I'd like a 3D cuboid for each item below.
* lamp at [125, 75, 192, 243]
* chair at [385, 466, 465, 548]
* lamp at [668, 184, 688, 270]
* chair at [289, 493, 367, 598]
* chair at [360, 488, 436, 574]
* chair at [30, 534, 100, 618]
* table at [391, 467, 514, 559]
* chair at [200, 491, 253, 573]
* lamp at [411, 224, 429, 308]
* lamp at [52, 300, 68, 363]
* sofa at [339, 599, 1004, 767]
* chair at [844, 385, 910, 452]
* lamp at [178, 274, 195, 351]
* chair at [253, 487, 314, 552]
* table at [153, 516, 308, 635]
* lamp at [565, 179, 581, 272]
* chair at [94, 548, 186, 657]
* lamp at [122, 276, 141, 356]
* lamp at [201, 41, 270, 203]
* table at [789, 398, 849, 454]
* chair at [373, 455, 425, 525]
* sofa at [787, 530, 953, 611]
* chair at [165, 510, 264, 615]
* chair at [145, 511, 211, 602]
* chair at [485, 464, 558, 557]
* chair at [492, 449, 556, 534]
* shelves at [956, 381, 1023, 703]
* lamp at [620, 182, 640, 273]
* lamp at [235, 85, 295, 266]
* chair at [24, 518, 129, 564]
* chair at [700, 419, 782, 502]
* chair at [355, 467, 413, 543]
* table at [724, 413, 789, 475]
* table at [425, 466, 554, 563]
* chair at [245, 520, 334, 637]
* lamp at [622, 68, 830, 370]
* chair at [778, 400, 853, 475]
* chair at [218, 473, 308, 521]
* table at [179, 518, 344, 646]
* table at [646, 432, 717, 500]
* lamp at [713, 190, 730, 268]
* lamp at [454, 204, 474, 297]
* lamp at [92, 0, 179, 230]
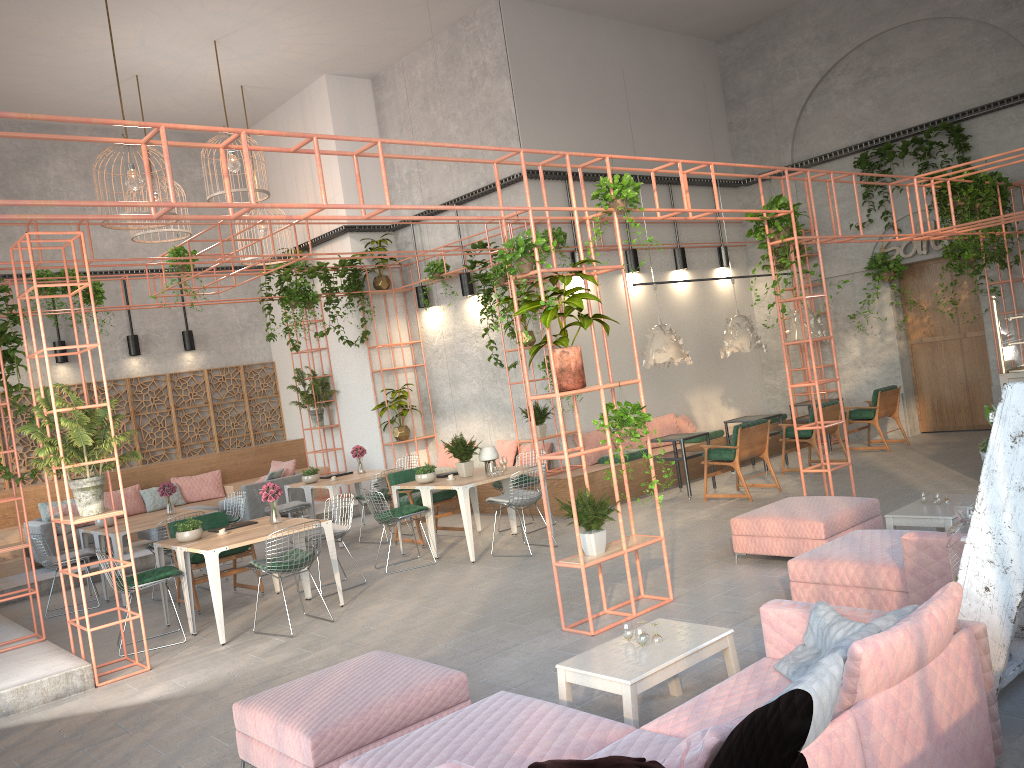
[{"bbox_3d":[-5.639,-3.973,13.616,0.883,3.476,0.883,-8,1,12],"label":"lamp"},{"bbox_3d":[-1.096,1.526,11.240,0.722,0.917,0.685,-9,1,-41],"label":"chair"},{"bbox_3d":[2.709,-2.600,14.662,0.179,1.425,0.185,-9,1,-41],"label":"lamp"},{"bbox_3d":[-1.946,1.674,9.267,0.717,0.941,0.565,-9,1,-39],"label":"chair"},{"bbox_3d":[-1.257,1.564,9.877,0.717,0.941,0.565,-9,1,-24],"label":"chair"},{"bbox_3d":[-5.128,2.133,10.245,0.717,0.941,0.565,-9,1,-24],"label":"chair"},{"bbox_3d":[-0.698,1.516,10.623,1.205,0.830,0.694,-9,1,-41],"label":"table"},{"bbox_3d":[-3.740,1.911,11.457,0.717,0.941,0.565,-9,1,-39],"label":"chair"},{"bbox_3d":[-1.555,-1.967,14.614,0.185,1.425,0.179,-9,1,-41],"label":"lamp"},{"bbox_3d":[-7.624,-1.064,14.815,0.185,1.436,0.185,-8,1,0],"label":"lamp"},{"bbox_3d":[0.585,1.515,3.717,2.219,0.672,1.960,-9,1,-40],"label":"sofa"},{"bbox_3d":[5.473,0.529,13.410,0.722,0.930,0.685,-9,1,-41],"label":"chair"},{"bbox_3d":[-5.997,-1.324,16.224,0.179,1.436,0.185,-9,1,-41],"label":"lamp"},{"bbox_3d":[-3.075,1.805,12.022,0.717,0.941,0.565,-9,1,-24],"label":"chair"},{"bbox_3d":[-2.774,1.861,8.801,1.205,0.830,0.694,-9,1,-41],"label":"table"},{"bbox_3d":[0.903,-2.311,13.099,0.179,1.425,0.185,-9,1,-41],"label":"lamp"},{"bbox_3d":[-3.335,1.896,8.054,0.717,0.941,0.565,-9,1,-24],"label":"chair"},{"bbox_3d":[-6.732,-1.206,15.588,0.185,1.436,0.185,-8,1,0],"label":"lamp"},{"bbox_3d":[-4.197,-4.396,12.784,0.883,3.476,0.883,-8,1,12],"label":"lamp"},{"bbox_3d":[4.894,0.674,14.128,0.602,0.798,0.635,-9,1,-41],"label":"table"},{"bbox_3d":[-1.687,1.583,13.235,0.717,0.941,0.565,-9,1,-39],"label":"chair"},{"bbox_3d":[3.238,1.091,6.014,2.219,0.672,1.960,-9,1,-40],"label":"sofa"},{"bbox_3d":[-3.175,1.859,9.418,0.722,0.917,0.685,-9,1,-41],"label":"chair"},{"bbox_3d":[-3.787,1.936,10.094,0.565,0.941,0.717,-9,1,-44],"label":"chair"},{"bbox_3d":[0.085,1.367,9.726,0.565,0.941,0.717,-9,1,-44],"label":"chair"},{"bbox_3d":[0.132,1.342,11.089,0.717,0.941,0.565,-9,1,-39],"label":"chair"},{"bbox_3d":[2.475,0.756,4.247,0.842,1.618,0.856,-9,1,-41],"label":"shelves"},{"bbox_3d":[1.810,-2.456,13.884,0.179,1.425,0.185,-9,1,-41],"label":"lamp"},{"bbox_3d":[-4.302,-3.763,14.696,0.883,3.476,0.883,-8,1,12],"label":"lamp"},{"bbox_3d":[-6.261,2.158,12.756,1.127,0.586,1.056,-9,1,-41],"label":"chair"},{"bbox_3d":[2.843,0.950,11.134,0.722,0.929,0.685,-9,1,-41],"label":"chair"},{"bbox_3d":[-1.734,1.608,11.871,0.565,0.941,0.717,-9,1,-44],"label":"chair"},{"bbox_3d":[3.577,0.884,12.988,0.602,0.798,0.635,-9,1,-41],"label":"table"},{"bbox_3d":[-0.246,1.456,10.096,1.214,0.830,0.694,-9,1,-41],"label":"table"},{"bbox_3d":[-1.993,1.699,7.904,0.565,0.941,0.717,-9,1,-44],"label":"chair"},{"bbox_3d":[3.116,-2.418,12.983,4.456,4.052,0.704,-9,1,-41],"label":"lamp"},{"bbox_3d":[4.172,0.737,12.284,0.722,0.930,0.685,-9,1,-41],"label":"chair"},{"bbox_3d":[-3.983,1.844,14.188,1.052,0.672,1.127,-9,1,-41],"label":"chair"},{"bbox_3d":[-2.323,1.801,8.274,1.214,0.830,0.694,-9,1,-41],"label":"table"},{"bbox_3d":[2.260,1.095,11.848,0.602,0.798,0.635,-9,1,-41],"label":"table"},{"bbox_3d":[3.615,-2.745,15.448,0.179,1.425,0.185,-9,1,-41],"label":"lamp"},{"bbox_3d":[-0.776,-2.070,13.696,0.185,1.425,0.179,-9,1,-41],"label":"lamp"},{"bbox_3d":[-4.689,-3.651,10.561,0.883,3.476,0.883,-8,1,12],"label":"lamp"}]
